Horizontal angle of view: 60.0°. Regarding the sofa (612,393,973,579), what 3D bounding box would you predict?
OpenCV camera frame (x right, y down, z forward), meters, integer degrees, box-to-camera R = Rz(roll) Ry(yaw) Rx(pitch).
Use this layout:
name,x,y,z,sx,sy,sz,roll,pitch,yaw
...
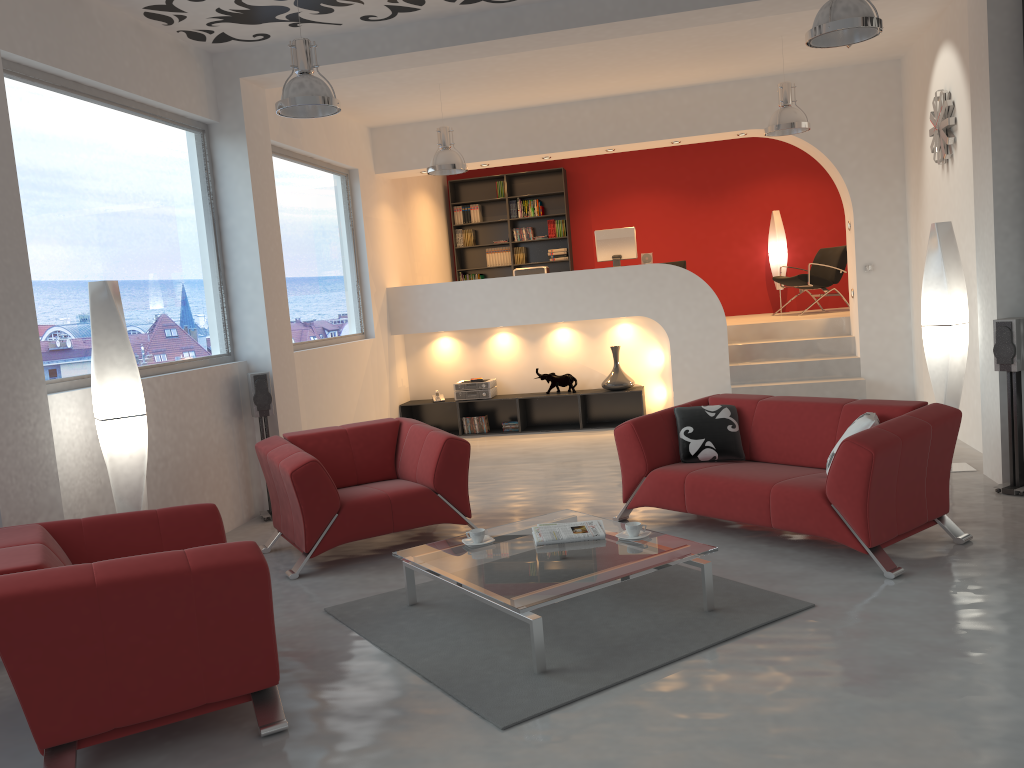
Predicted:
name,x,y,z,sx,sy,sz,roll,pitch,yaw
sofa,1.558,0.502,5.264,0.951,0.738,1.929,-9,7,-38

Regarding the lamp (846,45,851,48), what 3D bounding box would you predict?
name,x,y,z,sx,sy,sz,roll,pitch,yaw
lamp,2.819,-2.877,7.347,0.118,0.176,0.112,-9,7,-35

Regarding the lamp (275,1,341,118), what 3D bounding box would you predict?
name,x,y,z,sx,sy,sz,roll,pitch,yaw
lamp,-1.239,-2.013,5.221,0.379,0.800,0.379,0,7,41

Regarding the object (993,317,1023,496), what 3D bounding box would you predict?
name,x,y,z,sx,sy,sz,roll,pitch,yaw
object,3.191,0.139,5.626,0.229,1.112,0.214,-8,7,-33

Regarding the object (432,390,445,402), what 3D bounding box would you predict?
name,x,y,z,sx,sy,sz,roll,pitch,yaw
object,-0.847,0.133,10.179,0.130,0.117,0.146,-6,6,-12

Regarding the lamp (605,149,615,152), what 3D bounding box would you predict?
name,x,y,z,sx,sy,sz,roll,pitch,yaw
lamp,1.062,-2.522,9.572,0.105,0.011,0.105,-5,6,1

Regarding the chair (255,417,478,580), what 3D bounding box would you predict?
name,x,y,z,sx,sy,sz,roll,pitch,yaw
chair,-0.951,0.670,5.753,1.288,0.738,0.951,-8,6,-28

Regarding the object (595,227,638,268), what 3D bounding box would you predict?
name,x,y,z,sx,sy,sz,roll,pitch,yaw
object,1.187,-1.535,10.076,0.458,0.452,0.230,-4,6,12

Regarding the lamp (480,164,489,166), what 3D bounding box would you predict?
name,x,y,z,sx,sy,sz,roll,pitch,yaw
lamp,-0.304,-2.434,9.867,0.105,0.011,0.105,-5,6,1

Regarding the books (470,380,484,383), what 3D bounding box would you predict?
name,x,y,z,sx,sy,sz,roll,pitch,yaw
books,-0.400,-0.036,10.122,0.135,0.015,0.190,-6,6,-8

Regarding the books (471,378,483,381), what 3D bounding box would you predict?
name,x,y,z,sx,sy,sz,roll,pitch,yaw
books,-0.403,-0.052,10.130,0.135,0.015,0.190,-5,6,-3

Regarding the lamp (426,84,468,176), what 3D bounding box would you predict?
name,x,y,z,sx,sy,sz,roll,pitch,yaw
lamp,-0.629,-2.349,8.139,0.379,0.800,0.379,-7,6,-16

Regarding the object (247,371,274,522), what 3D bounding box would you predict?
name,x,y,z,sx,sy,sz,roll,pitch,yaw
object,-1.859,0.466,6.710,0.214,1.112,0.229,-7,6,-23

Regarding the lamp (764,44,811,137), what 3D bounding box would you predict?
name,x,y,z,sx,sy,sz,roll,pitch,yaw
lamp,2.306,-2.538,7.504,0.379,0.800,0.379,-7,6,-16

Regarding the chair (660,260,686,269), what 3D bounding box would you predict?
name,x,y,z,sx,sy,sz,roll,pitch,yaw
chair,1.841,-1.150,11.323,0.664,0.795,0.768,-1,7,32

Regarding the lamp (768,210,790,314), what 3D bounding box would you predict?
name,x,y,z,sx,sy,sz,roll,pitch,yaw
lamp,3.540,-1.618,11.779,0.237,1.349,0.237,-3,6,20

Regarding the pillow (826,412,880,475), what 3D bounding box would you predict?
name,x,y,z,sx,sy,sz,roll,pitch,yaw
pillow,1.862,0.339,4.842,0.288,0.343,0.402,-3,6,20

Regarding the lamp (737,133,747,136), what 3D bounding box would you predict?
name,x,y,z,sx,sy,sz,roll,pitch,yaw
lamp,2.408,-2.609,9.281,0.105,0.011,0.105,-5,6,1

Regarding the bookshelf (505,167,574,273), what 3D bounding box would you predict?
name,x,y,z,sx,sy,sz,roll,pitch,yaw
bookshelf,0.422,-1.851,12.447,0.816,2.213,0.305,-4,6,12

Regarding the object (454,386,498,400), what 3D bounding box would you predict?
name,x,y,z,sx,sy,sz,roll,pitch,yaw
object,-0.415,0.106,10.167,0.430,0.100,0.365,-4,6,12

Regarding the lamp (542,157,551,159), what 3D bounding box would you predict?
name,x,y,z,sx,sy,sz,roll,pitch,yaw
lamp,0.379,-2.478,9.719,0.105,0.011,0.105,-5,6,1

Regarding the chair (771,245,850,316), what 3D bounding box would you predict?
name,x,y,z,sx,sy,sz,roll,pitch,yaw
chair,3.696,-1.275,10.981,0.768,0.795,0.664,-6,6,-13

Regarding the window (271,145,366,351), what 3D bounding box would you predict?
name,x,y,z,sx,sy,sz,roll,pitch,yaw
window,-1.941,-1.243,8.341,0.100,1.800,2.400,-4,6,12

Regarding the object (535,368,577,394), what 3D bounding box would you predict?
name,x,y,z,sx,sy,sz,roll,pitch,yaw
object,0.495,-0.044,9.988,0.507,0.296,0.191,-2,6,28

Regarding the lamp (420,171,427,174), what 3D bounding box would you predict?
name,x,y,z,sx,sy,sz,roll,pitch,yaw
lamp,-0.987,-2.389,10.015,0.105,0.011,0.105,-3,6,16

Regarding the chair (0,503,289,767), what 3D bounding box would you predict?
name,x,y,z,sx,sy,sz,roll,pitch,yaw
chair,-1.531,0.931,3.582,0.951,0.738,1.288,-8,6,-28

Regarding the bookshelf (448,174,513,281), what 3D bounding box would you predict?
name,x,y,z,sx,sy,sz,roll,pitch,yaw
bookshelf,-0.375,-1.800,12.619,0.816,2.213,0.305,-4,6,12

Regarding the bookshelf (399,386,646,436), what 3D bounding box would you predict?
name,x,y,z,sx,sy,sz,roll,pitch,yaw
bookshelf,0.115,0.329,10.085,2.764,0.397,0.405,-4,6,12

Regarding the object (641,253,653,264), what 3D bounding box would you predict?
name,x,y,z,sx,sy,sz,roll,pitch,yaw
object,1.531,-1.410,10.070,0.133,0.147,0.151,-5,6,-4

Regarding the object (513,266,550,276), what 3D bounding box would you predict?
name,x,y,z,sx,sy,sz,roll,pitch,yaw
object,0.251,-1.257,10.386,0.397,0.217,0.458,-4,6,12

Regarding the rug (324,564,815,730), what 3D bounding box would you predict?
name,x,y,z,sx,sy,sz,roll,pitch,yaw
rug,0.208,1.081,4.286,1.700,0.025,1.700,-8,7,-33

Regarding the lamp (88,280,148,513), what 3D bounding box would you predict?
name,x,y,z,sx,sy,sz,roll,pitch,yaw
lamp,-2.103,0.336,4.808,0.313,1.779,0.313,-5,6,4

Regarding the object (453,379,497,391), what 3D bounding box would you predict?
name,x,y,z,sx,sy,sz,roll,pitch,yaw
object,-0.422,0.008,10.165,0.430,0.077,0.349,-4,6,12

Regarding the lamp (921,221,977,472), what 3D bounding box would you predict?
name,x,y,z,sx,sy,sz,roll,pitch,yaw
lamp,3.130,-0.267,6.396,0.313,1.779,0.313,-3,6,20

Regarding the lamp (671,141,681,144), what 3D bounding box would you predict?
name,x,y,z,sx,sy,sz,roll,pitch,yaw
lamp,1.744,-2.566,9.424,0.105,0.011,0.105,-5,6,1

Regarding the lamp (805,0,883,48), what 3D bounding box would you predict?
name,x,y,z,sx,sy,sz,roll,pitch,yaw
lamp,1.697,-2.202,4.586,0.379,0.800,0.379,-4,6,5

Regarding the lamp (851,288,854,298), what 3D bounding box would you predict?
name,x,y,z,sx,sy,sz,roll,pitch,yaw
lamp,3.545,-0.943,9.235,0.011,0.105,0.105,-4,6,12

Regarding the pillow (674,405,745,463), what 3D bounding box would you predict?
name,x,y,z,sx,sy,sz,roll,pitch,yaw
pillow,1.251,0.315,5.631,0.402,0.343,0.288,-4,6,5

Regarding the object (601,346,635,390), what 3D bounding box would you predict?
name,x,y,z,sx,sy,sz,roll,pitch,yaw
object,1.161,-0.177,9.809,0.369,0.481,0.369,-7,6,-23

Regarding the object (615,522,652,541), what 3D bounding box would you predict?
name,x,y,z,sx,sy,sz,roll,pitch,yaw
object,0.593,0.718,4.336,0.153,0.069,0.153,0,7,39

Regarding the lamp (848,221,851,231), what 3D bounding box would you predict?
name,x,y,z,sx,sy,sz,roll,pitch,yaw
lamp,3.486,-1.636,9.168,0.011,0.105,0.105,-4,6,12

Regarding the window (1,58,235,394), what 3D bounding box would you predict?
name,x,y,z,sx,sy,sz,roll,pitch,yaw
window,-2.510,-0.929,5.618,0.100,1.800,2.400,-4,6,12

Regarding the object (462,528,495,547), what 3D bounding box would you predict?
name,x,y,z,sx,sy,sz,roll,pitch,yaw
object,-0.170,0.771,4.463,0.153,0.069,0.153,-7,6,-21
